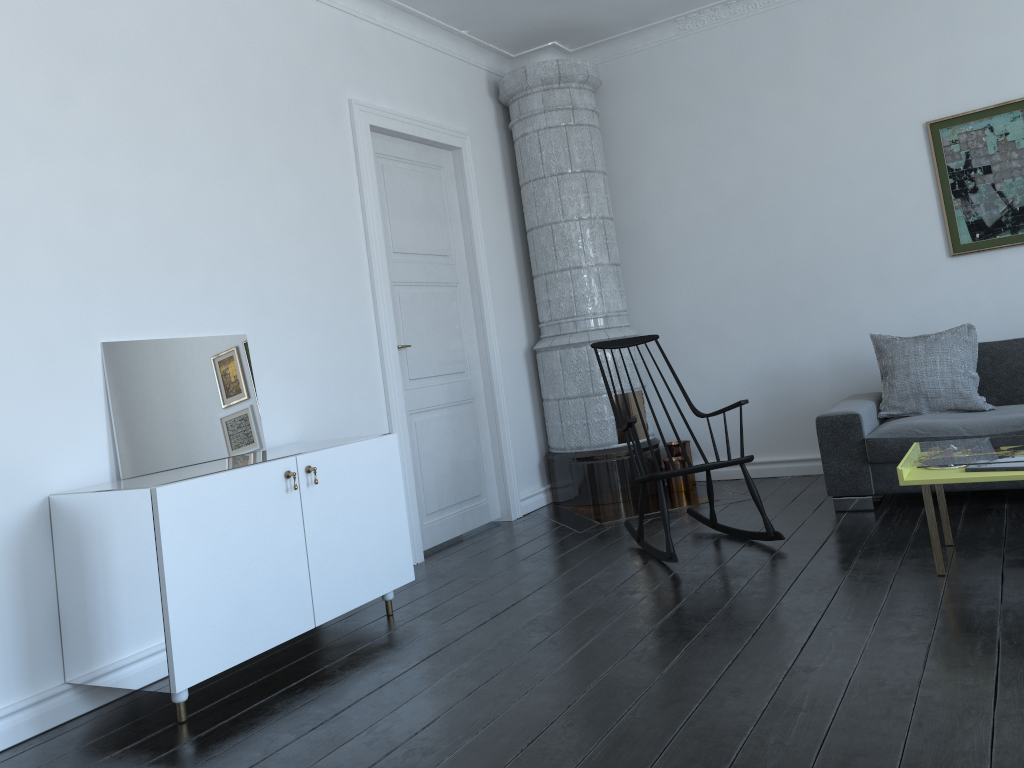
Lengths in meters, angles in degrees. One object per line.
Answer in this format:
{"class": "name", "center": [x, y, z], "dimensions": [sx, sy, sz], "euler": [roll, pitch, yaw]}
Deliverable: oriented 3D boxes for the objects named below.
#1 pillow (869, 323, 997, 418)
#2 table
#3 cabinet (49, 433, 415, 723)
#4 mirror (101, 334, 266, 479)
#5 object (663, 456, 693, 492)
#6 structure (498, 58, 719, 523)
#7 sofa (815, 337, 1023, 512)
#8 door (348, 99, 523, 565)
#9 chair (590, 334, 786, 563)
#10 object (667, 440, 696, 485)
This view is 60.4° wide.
{"class": "pillow", "center": [2.874, -0.143, 4.358], "dimensions": [2.036, 0.497, 0.480], "euler": [-7, -1, 34]}
{"class": "table", "center": [2.148, 0.396, 3.039], "dimensions": [1.389, 0.403, 0.602], "euler": [-7, 0, 30]}
{"class": "cabinet", "center": [-0.954, 0.652, 3.302], "dimensions": [0.585, 0.741, 1.204], "euler": [-9, -1, 30]}
{"class": "mirror", "center": [-1.281, 0.063, 3.499], "dimensions": [0.053, 0.507, 0.698], "euler": [-11, -2, 30]}
{"class": "object", "center": [1.071, 0.582, 5.673], "dimensions": [0.173, 0.201, 0.171], "euler": [-9, -3, 20]}
{"class": "structure", "center": [0.511, -0.707, 5.780], "dimensions": [0.781, 2.919, 1.254], "euler": [-7, -4, -15]}
{"class": "sofa", "center": [2.797, 0.110, 4.276], "dimensions": [2.353, 0.730, 1.087], "euler": [-7, 0, 30]}
{"class": "door", "center": [-0.444, -0.346, 5.138], "dimensions": [0.115, 2.499, 1.170], "euler": [-11, -5, 30]}
{"class": "chair", "center": [0.762, 0.254, 4.234], "dimensions": [0.614, 1.014, 0.896], "euler": [-7, -3, -15]}
{"class": "object", "center": [1.121, 0.529, 5.852], "dimensions": [0.171, 0.283, 0.176], "euler": [-10, -4, 30]}
